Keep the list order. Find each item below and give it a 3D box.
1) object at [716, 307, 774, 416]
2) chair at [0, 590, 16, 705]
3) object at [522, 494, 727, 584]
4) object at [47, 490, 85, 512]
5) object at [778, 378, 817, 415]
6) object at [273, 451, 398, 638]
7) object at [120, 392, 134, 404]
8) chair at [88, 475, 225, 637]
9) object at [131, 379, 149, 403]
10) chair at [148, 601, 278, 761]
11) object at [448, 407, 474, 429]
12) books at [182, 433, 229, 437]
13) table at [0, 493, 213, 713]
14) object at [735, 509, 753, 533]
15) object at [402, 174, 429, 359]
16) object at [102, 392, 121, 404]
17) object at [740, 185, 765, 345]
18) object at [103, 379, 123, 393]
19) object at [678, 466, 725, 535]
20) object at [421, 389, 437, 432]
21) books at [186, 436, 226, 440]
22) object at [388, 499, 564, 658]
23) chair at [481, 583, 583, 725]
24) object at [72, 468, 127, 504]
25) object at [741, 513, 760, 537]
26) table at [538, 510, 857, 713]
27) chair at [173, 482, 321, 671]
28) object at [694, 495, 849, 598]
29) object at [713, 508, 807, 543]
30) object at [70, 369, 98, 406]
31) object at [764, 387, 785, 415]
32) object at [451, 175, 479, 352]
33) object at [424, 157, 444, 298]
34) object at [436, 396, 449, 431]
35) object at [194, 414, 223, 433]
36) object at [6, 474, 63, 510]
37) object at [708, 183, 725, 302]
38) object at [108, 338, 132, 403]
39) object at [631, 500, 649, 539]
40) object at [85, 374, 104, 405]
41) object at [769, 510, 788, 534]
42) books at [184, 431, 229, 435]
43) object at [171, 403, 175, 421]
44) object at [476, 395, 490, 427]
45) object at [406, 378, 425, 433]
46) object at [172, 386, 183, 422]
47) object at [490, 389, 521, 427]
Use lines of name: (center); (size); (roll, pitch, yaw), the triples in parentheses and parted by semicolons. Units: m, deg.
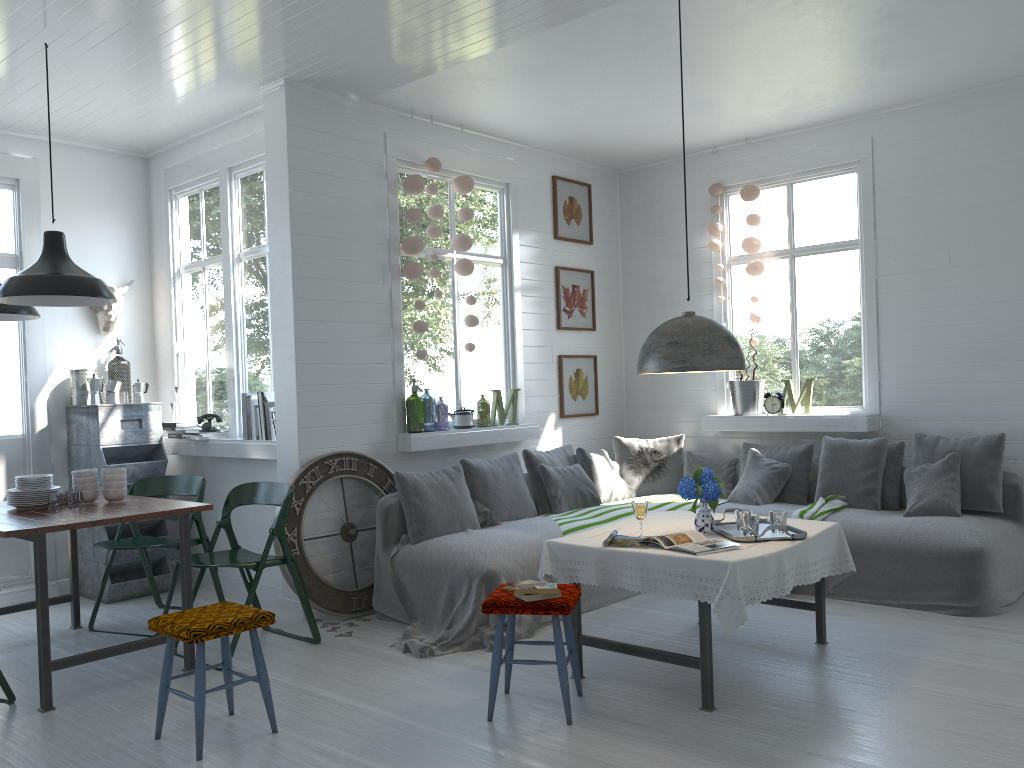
object: (1.937, -0.186, 7.639); (0.635, 0.936, 0.847); (-2, 0, -1)
chair: (-2.976, 1.173, 4.381); (0.651, 1.007, 0.730); (-2, 0, 22)
object: (0.583, 1.226, 6.719); (1.044, 0.473, 3.163); (-2, 0, 42)
object: (-2.602, 0.683, 5.189); (0.172, 0.098, 0.241); (-2, 0, -44)
object: (2.454, 0.114, 7.631); (0.330, 0.311, 0.052); (-2, 1, 32)
object: (-1.078, 1.034, 6.150); (0.585, 1.138, 1.111); (-2, 0, 27)
object: (-3.160, 0.112, 7.214); (0.129, 0.096, 0.108); (-2, 0, 2)
chair: (-2.473, 1.164, 6.161); (0.651, 1.007, 0.730); (-2, 0, 22)
object: (-3.035, 0.060, 7.219); (0.102, 0.196, 0.162); (-2, 0, 1)
chair: (-1.355, 1.327, 4.035); (0.419, 0.563, 0.419); (-2, 1, 42)
object: (-0.401, 0.273, 7.139); (0.208, 0.174, 0.186); (-2, 0, 22)
books: (-2.425, 0.405, 7.021); (0.307, 0.017, 0.231); (-2, 0, 40)
table: (-2.688, 1.190, 5.250); (1.695, 0.930, 1.170); (-2, 0, 39)
object: (1.247, 0.736, 4.763); (0.095, 0.119, 0.095); (-2, 0, 26)
object: (-0.736, -0.889, 6.755); (0.197, 1.405, 0.193); (-2, 1, 2)
object: (-3.191, 0.113, 7.070); (0.129, 0.096, 0.108); (-2, 0, -18)
object: (2.133, -1.055, 7.851); (0.196, 1.427, 0.200); (-2, 1, -8)
object: (-3.178, 0.022, 7.082); (0.108, 0.126, 0.129); (-2, 0, 33)
object: (1.031, 0.627, 4.809); (0.266, 0.377, 0.236); (-2, 1, 44)
object: (-0.654, 0.203, 6.842); (0.137, 0.335, 0.137); (-3, 1, -41)
books: (-2.422, 0.422, 7.017); (0.231, 0.017, 0.313); (-2, 0, -33)
object: (-0.224, 1.185, 5.975); (1.212, 0.924, 1.684); (-2, 0, -7)
chair: (0.109, 1.277, 4.248); (0.419, 0.563, 0.419); (-2, 0, 12)
object: (-2.533, 0.624, 5.451); (0.309, 0.216, 0.149); (-2, 0, -15)
object: (1.238, 0.736, 4.601); (0.095, 0.119, 0.095); (-2, 0, -24)
table: (1.043, 1.165, 4.892); (1.327, 0.725, 1.670); (-2, 0, 43)
chair: (-1.648, 1.132, 5.423); (0.651, 1.007, 0.730); (-2, 1, 42)
object: (2.032, 1.078, 6.544); (1.580, 0.833, 0.622); (-2, 0, -24)
object: (1.304, 0.758, 4.791); (0.398, 0.092, 0.651); (-2, 0, -6)
object: (-3.444, 0.026, 7.143); (0.205, 0.290, 0.205); (-2, 1, 44)
object: (2.259, 0.150, 7.638); (0.182, 0.250, 0.075); (-2, 1, 42)
object: (-0.381, -0.971, 7.159); (0.200, 1.427, 0.197); (-3, 1, -38)
object: (-0.598, -1.213, 6.917); (0.150, 1.089, 0.153); (-2, 1, -13)
object: (-0.554, 0.233, 6.943); (0.111, 0.270, 0.111); (-2, 1, -30)
object: (-2.418, 0.310, 7.068); (0.171, 0.146, 0.203); (-2, 0, -44)
object: (-2.854, 0.645, 5.303); (0.305, 0.195, 0.300); (-2, 0, -12)
object: (1.878, -1.293, 8.133); (0.153, 1.089, 0.150); (-2, 1, 17)
object: (-3.264, -0.109, 7.372); (0.172, 0.552, 0.172); (-2, 1, -23)
object: (0.677, 0.714, 4.667); (0.098, 0.192, 0.098); (-2, 1, -28)
object: (-3.299, 0.045, 7.036); (0.130, 0.249, 0.205); (-2, 0, 33)
object: (1.409, 0.730, 4.686); (0.095, 0.119, 0.095); (-2, 0, -24)
books: (-2.418, 0.389, 7.025); (0.250, 0.014, 0.311); (-2, 0, -42)
object: (-2.837, 0.304, 7.436); (0.095, 0.289, 0.095); (-2, 1, -30)
object: (-0.236, 0.224, 7.312); (0.111, 0.270, 0.111); (-2, 1, -30)
object: (-0.735, 0.162, 6.726); (0.136, 0.415, 0.136); (-1, 1, 39)
object: (-2.754, 0.165, 7.305); (0.095, 0.289, 0.095); (-2, 1, -30)
object: (-0.066, 0.199, 7.496); (0.330, 0.311, 0.052); (-2, 1, -38)
